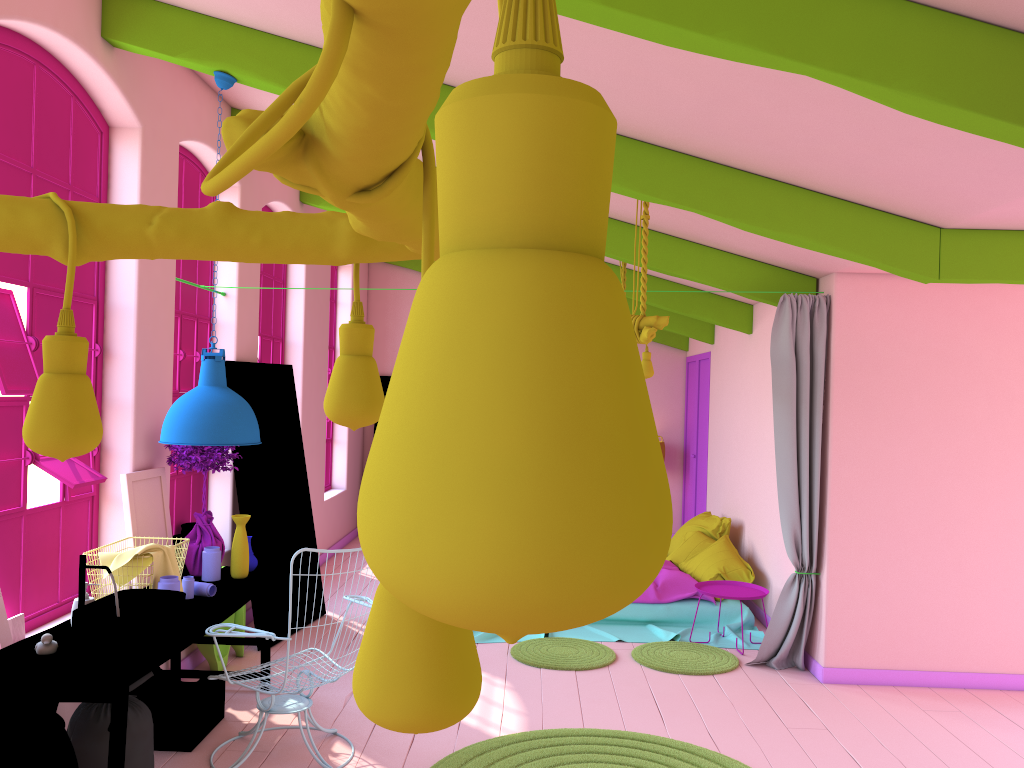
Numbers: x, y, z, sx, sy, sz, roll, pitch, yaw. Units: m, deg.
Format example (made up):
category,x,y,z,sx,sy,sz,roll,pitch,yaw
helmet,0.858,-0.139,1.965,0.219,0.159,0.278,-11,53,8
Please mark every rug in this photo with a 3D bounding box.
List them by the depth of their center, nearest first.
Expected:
category,x,y,z,sx,sy,sz,roll,pitch,yaw
rug,0.454,2.042,4.300,1.889,0.050,1.889,2,-1,-11
rug,1.329,2.103,6.823,0.792,0.021,0.792,1,-1,29
rug,0.394,2.076,6.845,0.792,0.021,0.792,2,-1,-16

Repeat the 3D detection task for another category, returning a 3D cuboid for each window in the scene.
category,x,y,z,sx,sy,sz,roll,pitch,yaw
window,-2.459,-0.224,4.526,0.492,3.003,1.497,2,0,1
window,-2.408,-0.212,6.444,0.072,3.047,1.275,2,0,1
window,-2.375,-0.182,8.352,0.214,3.009,1.514,2,0,1
window,-2.304,-0.165,10.812,0.072,3.047,1.275,2,0,1

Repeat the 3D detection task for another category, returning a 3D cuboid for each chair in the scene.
category,x,y,z,sx,sy,sz,roll,pitch,yaw
chair,-1.165,1.410,4.795,0.924,1.238,1.079,1,0,36

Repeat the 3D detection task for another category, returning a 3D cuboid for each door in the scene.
category,x,y,z,sx,sy,sz,roll,pitch,yaw
door,-1.942,0.929,7.314,0.450,2.211,1.153,2,0,11
door,2.385,0.911,11.517,0.108,2.590,1.677,2,0,1
door,-1.347,0.996,12.220,1.153,2.211,0.450,2,0,1

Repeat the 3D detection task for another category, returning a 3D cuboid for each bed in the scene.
category,x,y,z,sx,sy,sz,roll,pitch,yaw
bed,0.785,1.869,8.847,2.802,0.514,3.576,2,-1,1

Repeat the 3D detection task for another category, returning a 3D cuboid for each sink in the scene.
category,x,y,z,sx,sy,sz,roll,pitch,yaw
sink,-1.769,1.100,4.124,0.340,0.194,0.609,2,-1,1

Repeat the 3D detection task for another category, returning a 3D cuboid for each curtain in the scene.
category,x,y,z,sx,sy,sz,roll,pitch,yaw
curtain,2.104,0.739,6.589,0.518,2.785,0.525,2,0,-18

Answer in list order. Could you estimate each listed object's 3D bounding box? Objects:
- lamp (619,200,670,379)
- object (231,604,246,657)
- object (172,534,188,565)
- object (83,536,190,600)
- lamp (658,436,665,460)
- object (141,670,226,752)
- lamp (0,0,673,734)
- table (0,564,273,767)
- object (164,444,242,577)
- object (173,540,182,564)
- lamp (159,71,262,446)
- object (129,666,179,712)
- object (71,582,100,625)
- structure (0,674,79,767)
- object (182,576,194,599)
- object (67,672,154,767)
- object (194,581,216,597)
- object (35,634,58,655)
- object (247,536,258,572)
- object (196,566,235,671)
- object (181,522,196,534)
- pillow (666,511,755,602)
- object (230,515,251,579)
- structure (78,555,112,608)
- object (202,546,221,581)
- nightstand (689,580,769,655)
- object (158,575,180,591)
category,x,y,z,sx,sy,sz,roll,pitch,yaw
lamp,0.456,-0.982,6.222,1.611,2.264,1.775,2,0,-17
object,-2.056,1.786,6.576,0.137,0.462,0.284,2,0,-14
object,-2.333,1.189,6.321,0.182,0.222,0.182,2,0,-16
object,-1.997,1.019,4.803,0.444,0.369,0.633,2,0,1
lamp,1.870,1.433,12.070,0.491,1.466,0.476,2,0,31
object,-1.960,1.867,5.099,0.446,0.277,0.521,2,0,1
lamp,-0.423,-0.866,0.699,1.611,2.264,1.775,2,0,-17
table,-1.937,1.592,4.777,0.655,0.821,2.192,2,0,1
object,-1.946,0.725,5.570,0.441,0.950,0.502,2,0,-39
object,-2.341,1.186,6.024,0.182,0.222,0.182,2,0,-21
lamp,-1.601,-0.683,4.798,0.528,2.002,0.529,2,0,33
object,-1.994,1.771,4.955,0.300,0.448,0.672,2,0,-23
object,-1.971,1.073,4.362,0.165,0.250,0.411,2,0,37
structure,-1.974,1.566,3.268,0.718,0.845,0.718,2,0,-31
object,-1.826,1.146,4.999,0.065,0.118,0.065,2,0,-40
object,-0.858,1.202,0.497,2.827,1.580,7.865,2,-1,2
object,-1.764,1.173,5.064,0.137,0.076,0.076,1,0,21
object,-2.038,1.133,3.887,0.088,0.088,0.086,2,0,18
object,-1.704,1.093,5.709,0.132,0.219,0.132,2,0,18
object,-2.133,1.647,6.250,0.218,0.733,0.451,2,0,1
object,-2.331,1.166,6.531,0.223,0.272,0.223,2,0,-11
pillow,1.884,1.738,9.078,0.848,0.822,2.617,2,-1,-9
object,-1.688,1.010,5.510,0.116,0.383,0.116,2,0,-25
structure,-1.952,0.996,4.103,0.166,0.397,0.087,2,0,11
object,-1.844,1.102,5.444,0.109,0.197,0.109,2,0,39
nightstand,1.796,1.902,7.279,0.596,0.458,0.596,1,0,39
object,-1.789,1.105,4.620,0.109,0.197,0.109,2,0,-6
